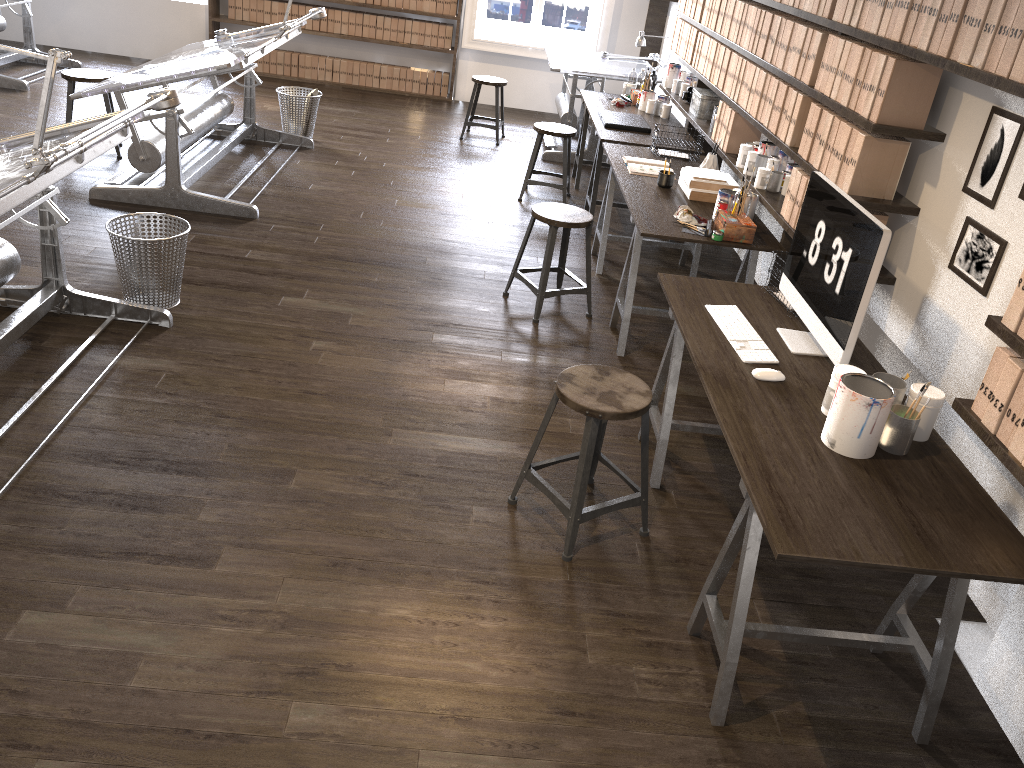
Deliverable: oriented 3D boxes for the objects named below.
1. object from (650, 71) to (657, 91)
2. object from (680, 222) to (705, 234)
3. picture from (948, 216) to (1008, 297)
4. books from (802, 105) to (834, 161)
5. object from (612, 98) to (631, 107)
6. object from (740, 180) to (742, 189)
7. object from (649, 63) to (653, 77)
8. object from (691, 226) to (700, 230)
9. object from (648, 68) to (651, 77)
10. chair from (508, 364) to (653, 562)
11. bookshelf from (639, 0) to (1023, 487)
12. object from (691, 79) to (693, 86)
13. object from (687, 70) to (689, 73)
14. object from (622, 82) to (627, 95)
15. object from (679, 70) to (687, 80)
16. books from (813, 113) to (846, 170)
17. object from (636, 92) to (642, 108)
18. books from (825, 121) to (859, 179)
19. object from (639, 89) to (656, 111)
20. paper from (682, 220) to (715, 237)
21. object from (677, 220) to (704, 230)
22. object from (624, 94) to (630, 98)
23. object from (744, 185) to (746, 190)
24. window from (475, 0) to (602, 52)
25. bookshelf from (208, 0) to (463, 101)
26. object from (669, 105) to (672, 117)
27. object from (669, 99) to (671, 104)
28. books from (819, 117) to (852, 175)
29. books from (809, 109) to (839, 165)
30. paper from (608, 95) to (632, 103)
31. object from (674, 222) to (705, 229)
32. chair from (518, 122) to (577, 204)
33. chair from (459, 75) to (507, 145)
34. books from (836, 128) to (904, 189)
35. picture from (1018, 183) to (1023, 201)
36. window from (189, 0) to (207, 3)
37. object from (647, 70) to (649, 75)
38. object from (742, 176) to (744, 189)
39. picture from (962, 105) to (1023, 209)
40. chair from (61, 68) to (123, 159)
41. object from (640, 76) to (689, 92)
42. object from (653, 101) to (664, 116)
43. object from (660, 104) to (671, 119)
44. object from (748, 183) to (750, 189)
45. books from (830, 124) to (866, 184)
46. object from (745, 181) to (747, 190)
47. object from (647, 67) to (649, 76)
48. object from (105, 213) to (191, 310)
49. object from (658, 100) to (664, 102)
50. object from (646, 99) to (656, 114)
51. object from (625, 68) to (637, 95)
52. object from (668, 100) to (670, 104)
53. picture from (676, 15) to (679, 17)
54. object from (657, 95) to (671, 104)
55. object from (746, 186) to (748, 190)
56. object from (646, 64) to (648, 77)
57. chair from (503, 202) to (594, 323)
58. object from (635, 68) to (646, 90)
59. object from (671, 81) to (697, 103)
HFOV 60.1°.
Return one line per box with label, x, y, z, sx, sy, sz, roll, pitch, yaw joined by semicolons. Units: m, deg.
object;1.073;-2.293;6.821;0.068;0.225;0.070;5;26;-7
object;0.817;-0.709;4.017;0.005;0.005;0.160;-11;34;-33
picture;1.491;-0.411;2.834;0.023;0.180;0.256;7;27;-4
books;1.331;-1.032;3.694;0.174;0.221;0.068;7;26;-4
object;0.799;-2.100;6.579;0.133;0.049;0.200;20;30;22
object;1.022;-0.836;3.970;0.008;0.150;0.038;-15;35;-39
object;1.024;-2.286;6.616;0.021;0.223;0.007;12;26;7
object;0.817;-0.717;4.035;0.008;0.006;0.120;-16;36;-39
object;1.013;-2.271;6.614;0.006;0.189;0.056;6;26;-5
chair;0.262;0.240;2.950;0.373;0.517;0.364;-9;32;-32
bookshelf;1.369;-1.250;4.738;0.373;3.142;9.371;7;28;-4
object;1.312;-2.175;6.493;0.004;0.131;0.030;16;27;15
object;1.333;-2.360;6.780;0.041;0.159;0.006;3;27;-11
object;0.897;-2.291;6.899;0.068;0.102;0.070;9;27;0
object;1.293;-2.311;6.735;0.051;0.137;0.051;6;26;-6
books;1.333;-0.961;3.563;0.174;0.221;0.068;7;26;-4
object;0.951;-2.102;6.559;0.049;0.109;0.050;5;27;-7
books;1.338;-0.892;3.435;0.174;0.221;0.068;7;26;-4
object;0.993;-2.078;6.496;0.104;0.139;0.107;3;27;-11
paper;0.844;-0.714;4.003;0.138;0.037;0.158;13;28;9
object;0.813;-0.722;4.025;0.011;0.017;0.174;-9;33;-31
object;0.880;-2.205;6.804;0.049;0.037;0.050;5;27;-7
object;1.030;-0.822;3.957;0.005;0.145;0.033;28;32;34
window;0.368;-4.450;8.552;1.244;2.263;0.156;7;26;-4
bookshelf;-1.698;-4.145;8.765;2.472;3.648;0.421;7;26;-4
object;1.124;-1.975;6.400;0.054;0.078;0.055;7;27;-3
object;1.126;-1.990;6.367;0.004;0.131;0.030;5;26;-8
books;1.337;-0.927;3.499;0.174;0.221;0.068;7;26;-4
books;1.337;-0.995;3.627;0.174;0.221;0.068;7;26;-4
paper;0.818;-2.158;6.700;0.137;0.037;0.158;-1;29;-17
object;0.807;-0.722;4.030;0.157;0.006;0.006;16;28;15
chair;0.272;-1.580;6.361;0.358;0.517;0.379;10;27;3
chair;-0.228;-2.411;7.779;0.358;0.517;0.379;10;27;3
books;1.338;-0.828;3.314;0.174;0.221;0.068;7;26;-4
picture;1.534;-0.575;2.495;0.023;0.180;0.256;7;27;-4
window;-3.563;-4.947;8.404;1.482;2.447;0.156;7;26;-4
object;1.002;-2.275;6.639;0.023;0.176;0.006;17;27;17
object;1.029;-0.842;3.956;0.008;0.182;0.072;27;32;33
picture;1.530;-0.718;2.805;0.022;0.279;0.205;6;27;-5
chair;-2.821;-1.811;5.931;0.372;0.517;0.365;-4;29;-23
object;1.132;-2.211;6.599;0.346;0.143;0.078;17;28;16
object;1.048;-1.975;6.359;0.063;0.091;0.063;-16;35;-39
object;1.096;-1.947;6.320;0.062;0.092;0.062;-16;35;-39
object;1.042;-0.823;3.957;0.006;0.154;0.005;-13;33;-37
books;1.333;-0.860;3.374;0.174;0.221;0.068;7;26;-4
object;1.043;-0.830;3.973;0.005;0.149;0.046;-1;28;-20
object;1.008;-2.275;6.634;0.008;0.182;0.073;7;26;-3
object;-1.643;-0.542;4.024;0.354;0.370;0.359;17;28;15
object;1.066;-2.000;6.409;0.044;0.099;0.046;7;26;-4
object;1.004;-2.007;6.406;0.062;0.092;0.062;26;32;31
object;0.919;-2.310;6.811;0.068;0.225;0.070;5;26;-7
object;1.120;-1.995;6.373;0.005;0.115;0.037;4;27;-9
picture;1.458;-3.152;7.582;0.040;0.563;0.424;7;27;-4
object;1.098;-2.037;6.462;0.094;0.125;0.097;8;27;-1
object;1.041;-0.826;3.968;0.005;0.133;0.005;11;26;4
object;1.000;-2.279;6.614;0.007;0.210;0.055;23;30;27
chair;0.221;-0.636;4.579;0.359;0.517;0.378;-6;30;-27
object;0.990;-2.306;6.814;0.068;0.233;0.070;5;26;-7
object;1.279;-2.091;6.364;0.237;0.158;0.109;-12;33;-34
